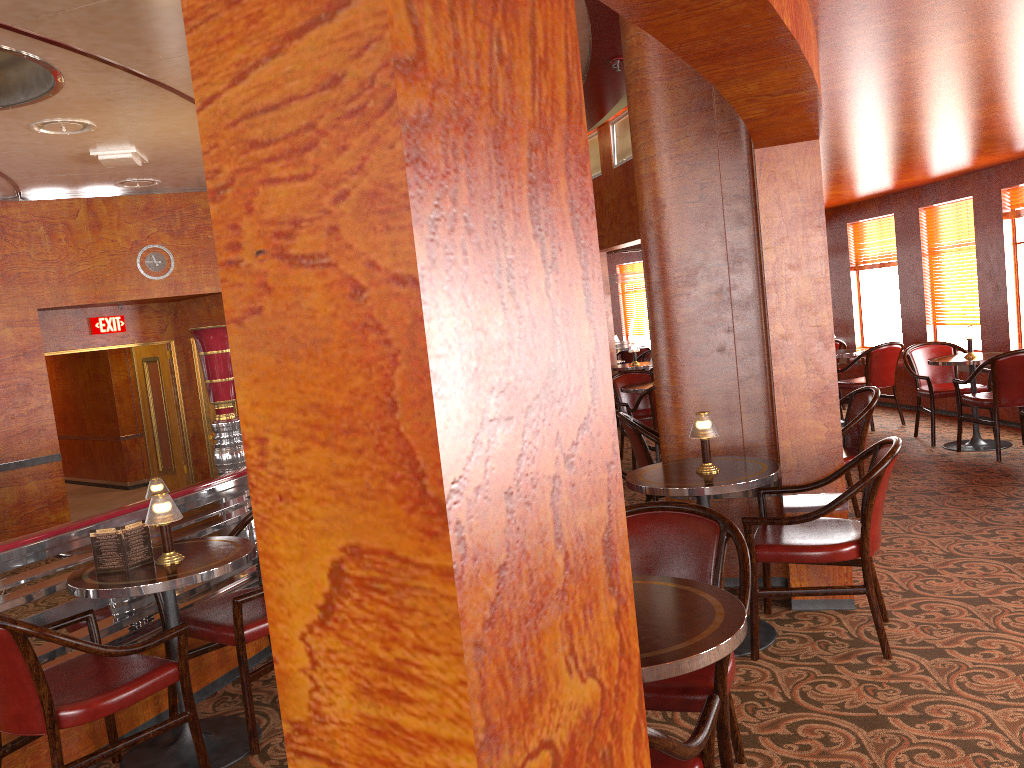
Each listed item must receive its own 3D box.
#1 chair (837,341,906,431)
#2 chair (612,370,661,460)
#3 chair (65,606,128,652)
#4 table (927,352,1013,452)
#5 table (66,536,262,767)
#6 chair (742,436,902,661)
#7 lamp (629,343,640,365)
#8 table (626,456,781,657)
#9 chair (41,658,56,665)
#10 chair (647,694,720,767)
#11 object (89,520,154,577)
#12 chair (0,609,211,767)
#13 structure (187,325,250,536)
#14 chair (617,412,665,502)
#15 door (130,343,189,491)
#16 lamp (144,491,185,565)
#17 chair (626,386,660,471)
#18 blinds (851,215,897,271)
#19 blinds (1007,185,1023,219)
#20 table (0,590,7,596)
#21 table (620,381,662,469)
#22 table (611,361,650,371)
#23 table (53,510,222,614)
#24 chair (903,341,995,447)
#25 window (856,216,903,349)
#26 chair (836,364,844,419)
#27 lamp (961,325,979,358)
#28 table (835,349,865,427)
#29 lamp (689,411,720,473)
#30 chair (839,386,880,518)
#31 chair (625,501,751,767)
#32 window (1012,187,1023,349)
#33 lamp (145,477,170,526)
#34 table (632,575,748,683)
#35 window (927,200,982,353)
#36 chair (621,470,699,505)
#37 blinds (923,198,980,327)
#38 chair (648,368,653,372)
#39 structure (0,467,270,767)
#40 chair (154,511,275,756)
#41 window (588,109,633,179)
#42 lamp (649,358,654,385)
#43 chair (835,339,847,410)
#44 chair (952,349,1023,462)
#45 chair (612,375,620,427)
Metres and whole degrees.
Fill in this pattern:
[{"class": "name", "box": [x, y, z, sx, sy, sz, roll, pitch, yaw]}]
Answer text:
[{"class": "chair", "box": [3.439, 0.004, 8.533, 0.587, 0.818, 0.615, -8, 6, -23]}, {"class": "chair", "box": [1.207, 0.290, 8.062, 0.587, 0.818, 0.615, -7, 5, -13]}, {"class": "chair", "box": [-1.841, 1.380, 4.129, 0.350, 0.756, 0.349, -7, 5, -7]}, {"class": "table", "box": [3.699, 0.140, 7.093, 0.639, 0.721, 0.639, -9, 6, -30]}, {"class": "table", "box": [-1.223, 0.996, 3.249, 0.639, 0.721, 0.639, -7, 5, -5]}, {"class": "chair", "box": [1.284, 0.639, 3.616, 0.615, 0.818, 0.587, -4, 5, 22]}, {"class": "lamp", "box": [1.414, -0.350, 10.239, 0.130, 0.250, 0.130, -6, 5, -1]}, {"class": "table", "box": [0.839, 0.725, 3.777, 0.639, 0.721, 0.639, -9, 6, -28]}, {"class": "chair", "box": [-1.894, 1.444, 3.413, 0.350, 0.756, 0.349, -7, 5, -7]}, {"class": "chair", "box": [0.109, 0.912, 1.856, 0.588, 0.818, 0.614, -4, 6, 27]}, {"class": "object", "box": [-1.396, 0.583, 3.125, 0.169, 0.157, 0.195, -6, 5, 2]}, {"class": "chair", "box": [-1.426, 1.004, 2.832, 0.588, 0.818, 0.614, -3, 6, 32]}, {"class": "structure", "box": [-2.383, 0.438, 8.620, 0.623, 2.027, 3.165, -7, 5, -8]}, {"class": "chair", "box": [0.966, 0.544, 5.242, 0.615, 0.818, 0.587, -6, 5, 2]}, {"class": "door", "box": [-4.423, 0.469, 11.187, 0.808, 1.985, 0.063, -2, 7, 36]}, {"class": "lamp", "box": [-1.245, 0.514, 3.182, 0.130, 0.250, 0.130, -10, 6, -36]}, {"class": "chair", "box": [1.286, 0.350, 7.203, 0.587, 0.818, 0.614, -7, 5, -8]}, {"class": "blinds", "box": [3.948, -1.521, 9.625, 0.057, 0.540, 0.803, -7, 5, -12]}, {"class": "blinds", "box": [4.239, -1.494, 7.133, 0.057, 0.258, 0.802, -6, 5, -1]}, {"class": "table", "box": [-2.455, 1.389, 3.586, 0.849, 0.961, 0.848, -1, 7, 44]}, {"class": "table", "box": [1.297, 0.357, 7.706, 0.639, 0.721, 0.639, -8, 5, -19]}, {"class": "table", "box": [1.472, 0.132, 10.261, 0.639, 0.721, 0.639, -8, 5, -19]}, {"class": "table", "box": [-1.908, 1.237, 4.713, 0.850, 0.961, 0.848, -4, 5, 22]}, {"class": "chair", "box": [3.687, 0.056, 7.540, 0.588, 0.818, 0.614, -6, 5, 2]}, {"class": "window", "box": [4.040, -1.089, 9.676, 0.040, 1.422, 0.819, -7, 5, -12]}, {"class": "chair", "box": [3.032, -0.016, 9.335, 0.587, 0.818, 0.615, -8, 6, -23]}, {"class": "lamp", "box": [3.641, -0.341, 7.051, 0.130, 0.250, 0.130, -3, 6, 33]}, {"class": "table", "box": [3.233, 0.043, 8.931, 0.639, 0.721, 0.639, -10, 6, -37]}, {"class": "lamp", "box": [0.811, 0.242, 3.721, 0.130, 0.250, 0.130, -6, 5, -1]}, {"class": "chair", "box": [1.854, 0.448, 5.210, 0.615, 0.818, 0.587, -6, 5, 7]}, {"class": "chair", "box": [0.420, 0.815, 2.626, 0.588, 0.818, 0.614, -4, 5, 22]}, {"class": "window", "box": [4.348, -0.923, 7.188, 0.040, 1.422, 0.819, -6, 5, -1]}, {"class": "lamp", "box": [-1.878, 0.622, 4.716, 0.130, 0.250, 0.130, -10, 6, -36]}, {"class": "table", "box": [0.275, 0.917, 2.170, 0.640, 0.721, 0.639, -6, 5, 4]}, {"class": "window", "box": [4.252, -1.013, 8.439, 0.040, 1.422, 0.819, -7, 5, -7]}, {"class": "chair", "box": [0.512, 0.699, 3.936, 0.615, 0.818, 0.587, -4, 6, 27]}, {"class": "blinds", "box": [4.194, -1.130, 8.422, 0.050, 1.175, 0.802, -7, 5, -7]}, {"class": "chair", "box": [1.833, 0.024, 10.495, 0.614, 0.818, 0.587, -9, 6, -28]}, {"class": "structure", "box": [-1.588, -0.073, 3.949, 0.549, 3.610, 4.347, -5, 5, 16]}, {"class": "chair", "box": [-1.003, 0.899, 3.543, 0.588, 0.818, 0.614, -2, 6, 37]}, {"class": "window", "box": [0.414, -2.090, 5.174, 1.957, 0.481, 11.930, -6, 5, 10]}, {"class": "lamp", "box": [1.251, -0.125, 7.667, 0.130, 0.250, 0.130, -6, 5, 8]}, {"class": "chair", "box": [3.471, -0.118, 10.000, 0.588, 0.818, 0.614, -5, 5, 9]}, {"class": "chair", "box": [3.720, 0.125, 6.644, 0.588, 0.818, 0.614, -6, 5, 2]}, {"class": "chair", "box": [1.074, 0.146, 10.027, 0.614, 0.818, 0.587, -9, 6, -28]}]
